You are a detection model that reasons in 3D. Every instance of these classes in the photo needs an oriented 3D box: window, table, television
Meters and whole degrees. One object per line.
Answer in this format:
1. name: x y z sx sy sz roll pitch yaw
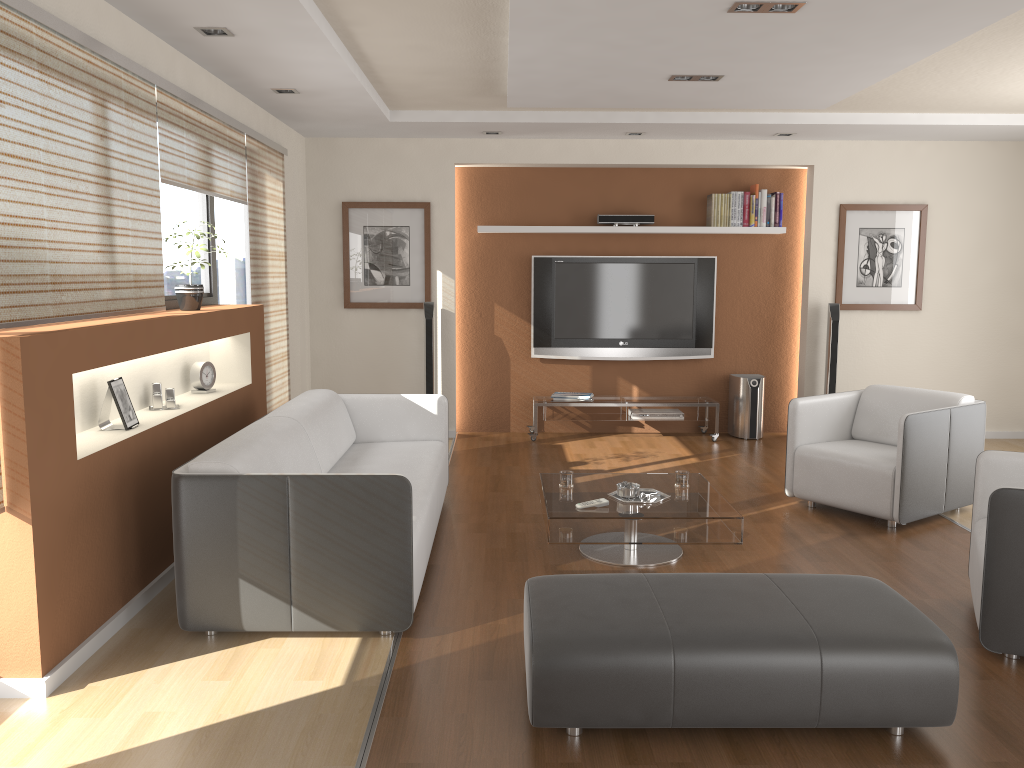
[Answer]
1. window: -1.932 -0.873 4.189 0.010 0.986 2.817 0 7 -1
2. window: -1.954 -0.543 6.194 0.010 2.162 0.889 0 7 -1
3. table: 0.609 0.703 4.531 0.900 0.300 0.900 0 7 -1
4. television: 0.967 -0.659 7.724 1.594 0.900 0.097 0 7 -1

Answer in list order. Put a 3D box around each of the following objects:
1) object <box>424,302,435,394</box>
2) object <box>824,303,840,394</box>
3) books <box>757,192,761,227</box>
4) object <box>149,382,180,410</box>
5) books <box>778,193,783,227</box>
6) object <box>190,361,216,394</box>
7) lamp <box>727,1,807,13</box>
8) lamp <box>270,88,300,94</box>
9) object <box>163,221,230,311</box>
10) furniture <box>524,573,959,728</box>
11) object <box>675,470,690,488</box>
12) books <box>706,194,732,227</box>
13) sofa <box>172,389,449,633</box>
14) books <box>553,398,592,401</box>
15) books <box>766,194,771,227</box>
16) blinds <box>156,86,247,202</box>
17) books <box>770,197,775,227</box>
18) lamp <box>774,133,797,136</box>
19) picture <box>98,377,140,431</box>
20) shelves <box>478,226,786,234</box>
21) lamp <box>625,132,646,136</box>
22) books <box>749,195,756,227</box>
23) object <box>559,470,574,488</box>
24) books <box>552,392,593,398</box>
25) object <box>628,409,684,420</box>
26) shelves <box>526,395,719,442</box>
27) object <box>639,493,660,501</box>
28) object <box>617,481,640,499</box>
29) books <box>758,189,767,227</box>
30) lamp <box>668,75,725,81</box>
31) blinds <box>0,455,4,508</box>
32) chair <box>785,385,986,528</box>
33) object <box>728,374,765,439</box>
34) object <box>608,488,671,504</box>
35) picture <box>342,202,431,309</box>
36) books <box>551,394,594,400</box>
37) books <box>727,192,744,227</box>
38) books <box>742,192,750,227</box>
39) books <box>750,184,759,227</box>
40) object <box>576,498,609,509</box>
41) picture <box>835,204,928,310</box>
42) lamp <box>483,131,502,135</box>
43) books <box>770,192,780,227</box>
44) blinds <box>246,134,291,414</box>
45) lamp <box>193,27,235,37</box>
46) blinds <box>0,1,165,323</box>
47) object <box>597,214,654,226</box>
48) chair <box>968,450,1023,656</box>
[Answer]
1. object: -0.690 -0.099 7.410 0.228 1.165 0.215 0 7 -6
2. object: 2.675 -0.091 7.446 0.228 1.165 0.215 1 7 4
3. books: 2.093 -1.487 7.588 0.022 0.293 0.167 0 7 -1
4. object: -1.740 0.055 4.430 0.141 0.131 0.141 -3 8 -23
5. books: 2.279 -1.482 7.589 0.029 0.286 0.169 0 7 -1
6. object: -1.744 -0.040 5.005 0.096 0.176 0.160 2 7 14
7. lamp: 1.056 -1.607 3.683 0.291 0.087 0.146 0 7 -1
8. lamp: -1.389 -1.835 5.431 0.146 0.087 0.146 0 7 -1
9. object: -1.690 -0.633 4.761 0.342 0.477 0.268 -1 7 -11
10. furniture: 0.690 0.850 2.951 1.291 0.301 0.685 0 7 -1
11. object: 0.893 0.498 4.657 0.079 0.077 0.079 -1 7 -12
12. books: 1.769 -1.478 7.586 0.167 0.275 0.195 0 7 -1
13. sofa: -0.843 0.481 4.440 0.919 0.661 2.238 0 7 -1
14. books: 0.518 0.115 7.613 0.326 0.017 0.228 1 7 2
15. books: 2.174 -1.480 7.595 0.041 0.278 0.157 0 7 -1
16. blinds: -1.666 -1.269 4.866 0.001 0.441 1.432 0 7 -1
17. books: 2.209 -1.464 7.591 0.028 0.248 0.169 0 7 -1
18. lamp: 2.173 -2.026 7.057 0.146 0.087 0.146 0 7 -1
19. picture: -1.710 0.084 3.854 0.133 0.216 0.159 -1 7 -6
20. shelves: 1.014 -1.319 7.594 2.612 0.050 0.200 0 7 -1
21. lamp: 0.979 -2.029 7.044 0.146 0.087 0.146 0 7 -1
22. books: 2.033 -1.472 7.579 0.041 0.266 0.186 0 7 -1
23. object: 0.285 0.498 4.644 0.079 0.077 0.079 -1 7 -12
24. books: 0.518 0.090 7.610 0.326 0.017 0.228 2 7 11
25. object: 1.236 0.259 7.624 0.435 0.052 0.274 0 7 -1
26. shelves: 0.936 0.292 7.650 1.617 0.340 0.444 0 7 -1
27. object: 0.690 0.550 4.393 0.051 0.035 0.147 6 9 40
28. object: 0.578 0.525 4.406 0.118 0.079 0.117 1 7 6
29. books: 2.129 -1.496 7.581 0.050 0.313 0.179 0 7 -1
30. lamp: 1.042 -1.775 5.023 0.291 0.087 0.146 0 7 -1
31. blinds: -1.640 -0.344 2.291 0.001 1.635 0.980 0 7 -1
32. chair: 2.258 0.401 5.355 0.919 0.706 0.767 -5 9 -35
33. object: 2.051 0.190 7.694 0.286 0.518 0.323 0 7 -1
34. object: 0.635 0.558 4.435 0.315 0.011 0.273 1 7 6
35. picture: -1.048 -1.075 7.433 0.734 0.884 0.025 0 7 -1
36. books: 0.518 0.103 7.611 0.326 0.017 0.228 2 7 16
37. books: 1.906 -1.489 7.589 0.104 0.295 0.146 0 7 -1
38. books: 1.986 -1.487 7.586 0.053 0.293 0.169 0 7 -1
39. books: 2.068 -1.519 7.583 0.028 0.358 0.169 0 7 -1
40. object: 0.382 0.573 4.244 0.158 0.029 0.064 -2 8 -19
41. picture: 3.111 -1.065 7.478 0.734 0.884 0.025 0 7 -1
42. lamp: -0.156 -2.032 7.032 0.146 0.087 0.146 0 7 -1
43. books: 2.243 -1.486 7.588 0.041 0.293 0.169 0 7 -1
44. blinds: -1.682 -0.549 6.194 0.001 2.200 0.980 0 7 -1
45. lamp: -1.375 -1.667 4.091 0.146 0.087 0.146 0 7 -1
46. blinds: -1.652 -0.790 3.471 0.001 1.044 1.432 0 7 -1
47. object: 0.970 -1.397 7.580 0.470 0.109 0.182 0 7 -1
48. chair: 2.275 0.630 3.353 0.919 0.661 0.767 3 8 24
